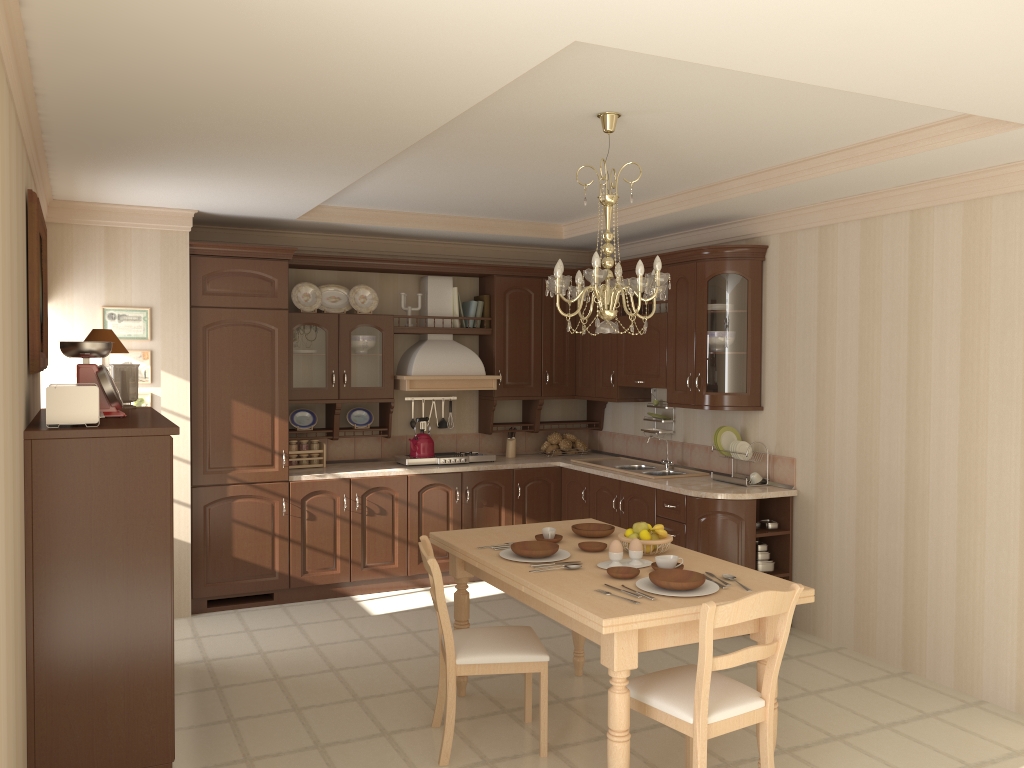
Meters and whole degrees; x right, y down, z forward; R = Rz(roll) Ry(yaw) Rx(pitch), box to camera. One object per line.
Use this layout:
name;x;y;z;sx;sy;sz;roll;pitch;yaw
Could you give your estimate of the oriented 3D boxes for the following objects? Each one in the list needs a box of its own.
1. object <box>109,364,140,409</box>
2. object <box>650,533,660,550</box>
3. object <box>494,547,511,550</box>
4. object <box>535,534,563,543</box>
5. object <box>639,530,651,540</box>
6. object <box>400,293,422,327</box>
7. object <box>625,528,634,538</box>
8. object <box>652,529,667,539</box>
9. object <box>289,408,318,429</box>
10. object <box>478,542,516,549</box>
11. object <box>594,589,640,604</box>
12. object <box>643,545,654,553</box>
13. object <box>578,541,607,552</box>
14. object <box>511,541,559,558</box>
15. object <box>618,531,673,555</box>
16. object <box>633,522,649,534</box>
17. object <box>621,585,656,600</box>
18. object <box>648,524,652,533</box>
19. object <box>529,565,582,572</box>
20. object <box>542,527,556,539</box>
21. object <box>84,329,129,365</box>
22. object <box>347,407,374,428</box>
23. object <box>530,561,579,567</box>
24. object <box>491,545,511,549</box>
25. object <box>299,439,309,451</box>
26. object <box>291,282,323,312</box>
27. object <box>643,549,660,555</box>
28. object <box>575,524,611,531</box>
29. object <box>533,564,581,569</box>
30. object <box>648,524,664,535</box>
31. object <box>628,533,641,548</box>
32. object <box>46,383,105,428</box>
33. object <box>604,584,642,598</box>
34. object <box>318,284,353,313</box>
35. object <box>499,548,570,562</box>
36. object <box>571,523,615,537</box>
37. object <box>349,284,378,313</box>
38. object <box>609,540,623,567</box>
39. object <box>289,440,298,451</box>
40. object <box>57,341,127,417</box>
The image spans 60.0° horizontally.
object;-1.946;0.011;4.459;0.144;0.220;0.144;-1;2;-43
object;0.598;0.676;3.804;0.076;0.065;0.077;2;2;41
object;0.023;0.715;3.883;0.218;0.008;0.022;0;2;-24
object;0.167;0.702;4.015;0.126;0.026;0.127;0;2;1
object;0.565;0.644;3.759;0.045;0.053;0.051;-1;2;-38
object;-0.770;-0.544;6.536;0.174;0.248;0.163;1;2;27
object;0.512;0.650;3.841;0.045;0.047;0.055;0;2;6
object;0.631;0.654;3.784;0.064;0.094;0.176;1;2;11
object;-1.471;0.245;6.253;0.202;0.143;0.071;-1;2;-28
object;-0.061;0.715;3.930;0.218;0.004;0.028;-1;2;-36
object;0.366;0.741;3.095;0.028;0.004;0.218;-1;2;-36
object;0.572;0.692;3.751;0.055;0.046;0.046;0;2;7
object;0.350;0.708;3.844;0.127;0.026;0.126;1;2;29
object;0.096;0.700;3.728;0.204;0.042;0.204;-1;2;-26
object;0.573;0.686;3.815;0.235;0.068;0.235;1;2;21
object;0.554;0.624;3.820;0.068;0.061;0.069;0;2;-9
object;0.445;0.738;3.148;0.022;0.008;0.218;0;2;-24
object;0.583;0.631;3.865;0.054;0.046;0.047;1;2;16
object;0.172;0.726;3.480;0.219;0.011;0.047;0;2;-17
object;0.167;0.686;4.007;0.063;0.055;0.119;0;2;3
object;-1.948;-0.066;4.219;0.237;0.388;0.235;0;2;-14
object;-1.100;0.242;6.430;0.202;0.143;0.071;-1;2;-28
object;0.175;0.724;3.577;0.221;0.008;0.023;0;2;-21
object;0.004;0.714;3.916;0.212;0.008;0.018;-1;2;-26
object;-1.460;0.429;6.217;0.068;0.088;0.068;0;2;-10
object;-1.429;-0.608;6.180;0.220;0.210;0.068;-1;2;-28
object;0.573;0.718;3.816;0.128;0.011;0.128;1;2;15
object;0.382;0.688;4.162;0.168;0.034;0.168;0;2;-15
object;0.187;0.727;3.543;0.216;0.004;0.022;0;2;-20
object;0.618;0.635;3.799;0.066;0.085;0.184;1;2;12
object;0.525;0.675;3.787;0.072;0.076;0.074;2;2;39
object;-1.658;0.078;3.373;0.192;0.150;0.360;-1;2;-26
object;0.392;0.737;3.165;0.018;0.008;0.212;-1;2;-31
object;-1.271;-0.609;6.320;0.342;0.209;0.073;0;2;-25
object;0.096;0.718;3.728;0.299;0.009;0.299;-1;2;-28
object;0.380;0.692;4.163;0.204;0.042;0.204;1;2;13
object;-1.064;-0.612;6.358;0.220;0.210;0.068;-1;2;-28
object;0.417;0.676;3.556;0.058;0.104;0.058;2;2;43
object;-1.527;0.430;6.177;0.068;0.088;0.068;0;2;-10
object;-1.778;-0.020;3.759;0.263;0.317;0.218;0;2;-22
